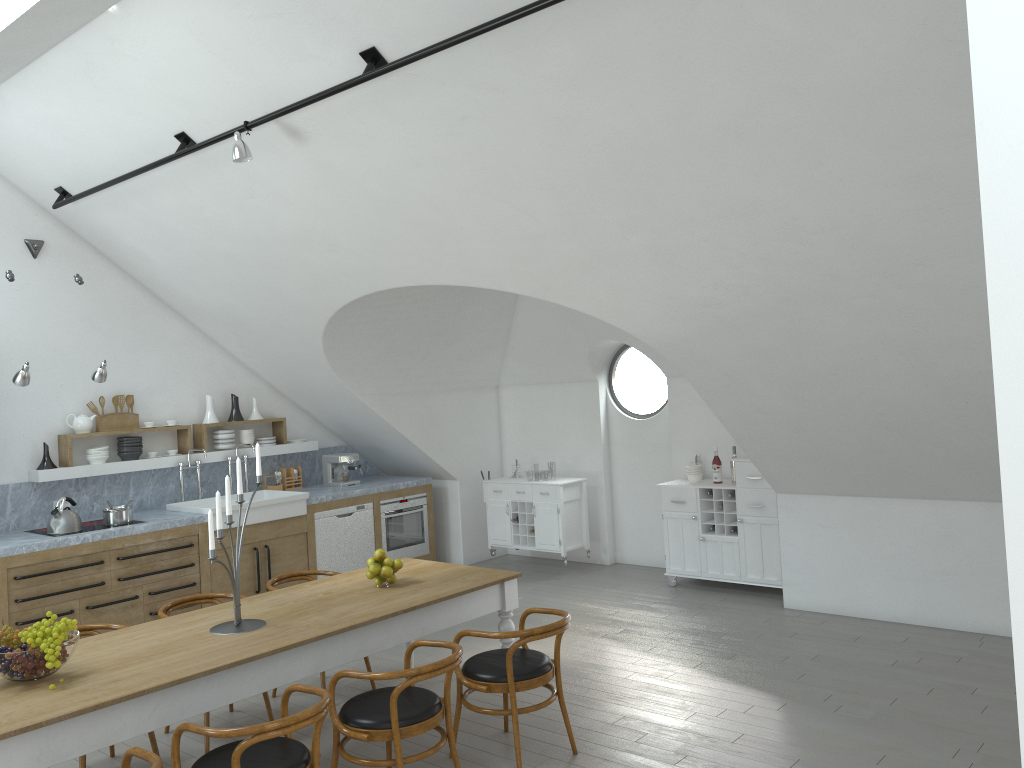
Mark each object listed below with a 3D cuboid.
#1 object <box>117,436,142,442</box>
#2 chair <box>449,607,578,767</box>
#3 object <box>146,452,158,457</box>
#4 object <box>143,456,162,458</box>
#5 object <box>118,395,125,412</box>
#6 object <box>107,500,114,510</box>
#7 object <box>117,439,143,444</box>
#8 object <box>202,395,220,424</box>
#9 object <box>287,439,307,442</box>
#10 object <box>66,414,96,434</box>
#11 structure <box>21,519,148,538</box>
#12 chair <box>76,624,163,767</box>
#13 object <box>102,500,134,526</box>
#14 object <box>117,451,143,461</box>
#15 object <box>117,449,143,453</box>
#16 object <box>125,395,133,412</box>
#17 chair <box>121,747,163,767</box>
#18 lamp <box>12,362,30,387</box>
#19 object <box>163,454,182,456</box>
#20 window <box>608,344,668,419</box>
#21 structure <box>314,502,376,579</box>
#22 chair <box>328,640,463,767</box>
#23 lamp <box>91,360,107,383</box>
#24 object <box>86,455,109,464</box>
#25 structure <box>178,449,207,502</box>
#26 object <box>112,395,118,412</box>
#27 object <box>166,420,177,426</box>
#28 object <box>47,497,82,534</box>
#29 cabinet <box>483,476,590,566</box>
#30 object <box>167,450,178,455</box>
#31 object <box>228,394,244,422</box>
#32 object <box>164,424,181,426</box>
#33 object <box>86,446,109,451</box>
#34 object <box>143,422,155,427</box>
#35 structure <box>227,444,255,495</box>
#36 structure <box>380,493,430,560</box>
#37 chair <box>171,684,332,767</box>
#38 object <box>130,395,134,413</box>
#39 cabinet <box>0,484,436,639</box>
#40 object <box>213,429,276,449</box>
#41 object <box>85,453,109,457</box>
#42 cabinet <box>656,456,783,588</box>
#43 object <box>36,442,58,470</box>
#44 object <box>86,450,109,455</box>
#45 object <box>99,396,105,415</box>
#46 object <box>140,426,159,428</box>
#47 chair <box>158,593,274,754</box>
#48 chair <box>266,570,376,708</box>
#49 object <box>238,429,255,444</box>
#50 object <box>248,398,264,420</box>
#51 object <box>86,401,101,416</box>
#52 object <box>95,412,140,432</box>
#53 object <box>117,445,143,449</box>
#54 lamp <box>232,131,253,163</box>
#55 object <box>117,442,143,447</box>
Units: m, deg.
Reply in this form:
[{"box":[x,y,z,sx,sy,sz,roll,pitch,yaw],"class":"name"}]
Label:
[{"box":[-3.344,0.501,7.754,0.205,0.080,0.206,-3,0,43],"class":"object"},{"box":[0.021,1.543,4.525,0.620,0.735,0.527,-4,-1,44],"class":"chair"},{"box":[-3.214,0.633,7.917,0.098,0.049,0.098,-3,0,38],"class":"object"},{"box":[-3.212,0.656,7.917,0.164,0.012,0.163,-3,0,-32],"class":"object"},{"box":[-3.408,0.245,7.738,0.019,0.299,0.057,-5,-2,41],"class":"object"},{"box":[-3.215,1.028,7.152,0.235,0.167,0.051,-4,-1,36],"class":"object"},{"box":[-3.340,0.529,7.753,0.205,0.084,0.205,-3,0,-22],"class":"object"},{"box":[-2.848,0.236,8.370,0.156,0.268,0.156,-4,-1,30],"class":"object"},{"box":[-2.205,0.584,9.066,0.213,0.025,0.213,-3,0,28],"class":"object"},{"box":[-3.630,0.332,7.477,0.174,0.169,0.168,-4,-1,24],"class":"object"},{"box":[-3.373,1.151,7.020,0.647,0.041,0.738,-3,0,41],"class":"structure"},{"box":[-2.170,1.669,4.570,0.621,0.735,0.527,-4,-1,38],"class":"chair"},{"box":[-3.136,1.050,7.189,0.232,0.170,0.394,-3,0,21],"class":"object"},{"box":[-3.336,0.630,7.744,0.205,0.072,0.206,-3,0,28],"class":"object"},{"box":[-3.337,0.604,7.744,0.205,0.086,0.205,-3,0,-12],"class":"object"},{"box":[-3.368,0.243,7.788,0.039,0.298,0.068,-5,-2,41],"class":"object"},{"box":[-1.437,1.630,2.907,0.620,0.735,0.527,-4,-1,44],"class":"chair"},{"box":[-3.564,-0.069,6.438,0.115,0.178,0.164,-3,-1,-31],"class":"lamp"},{"box":[-3.087,0.648,8.062,0.164,0.012,0.163,-3,0,-32],"class":"object"},{"box":[1.324,-0.049,8.967,0.899,0.900,0.060,-4,-2,41],"class":"window"},{"box":[-1.793,1.598,8.621,0.598,0.823,0.724,-4,-1,41],"class":"structure"},{"box":[-0.504,1.574,4.023,0.621,0.735,0.527,-4,-1,36],"class":"chair"},{"box":[-3.183,-0.095,6.872,0.168,0.176,0.112,-4,-1,33],"class":"lamp"},{"box":[-3.521,0.646,7.529,0.181,0.064,0.181,-3,0,-27],"class":"object"},{"box":[-2.807,0.843,7.977,0.332,0.530,0.214,-4,-1,21],"class":"structure"},{"box":[-3.445,0.247,7.725,0.040,0.299,0.061,-5,-2,38],"class":"object"},{"box":[-3.099,0.357,8.075,0.098,0.049,0.098,-3,0,38],"class":"object"},{"box":[-3.449,1.003,6.825,0.246,0.268,0.246,-3,-1,-39],"class":"object"},{"box":[0.222,1.376,9.077,1.133,0.790,0.497,-4,-1,41],"class":"cabinet"},{"box":[-3.088,0.625,8.063,0.098,0.049,0.098,-3,0,38],"class":"object"},{"box":[-2.674,0.226,8.567,0.156,0.268,0.156,-2,-2,-45],"class":"object"},{"box":[-3.098,0.380,8.075,0.164,0.012,0.163,-3,0,-32],"class":"object"},{"box":[-3.523,0.571,7.534,0.181,0.076,0.181,-3,0,-12],"class":"object"},{"box":[-3.239,0.365,7.913,0.098,0.049,0.098,-3,0,38],"class":"object"},{"box":[-2.487,0.824,8.346,0.332,0.530,0.214,-4,-1,21],"class":"structure"},{"box":[-1.301,1.473,9.192,0.630,0.637,0.632,-4,-1,41],"class":"structure"},{"box":[-0.992,1.603,3.483,0.620,0.735,0.527,-4,-1,41],"class":"chair"},{"box":[-3.357,0.242,7.828,0.030,0.294,0.057,-5,-2,41],"class":"object"},{"box":[-3.258,1.701,7.172,1.003,1.023,6.432,-4,0,41],"class":"cabinet"},{"box":[-2.591,0.526,8.611,0.197,0.196,0.657,-4,0,40],"class":"object"},{"box":[-3.522,0.623,7.529,0.181,0.065,0.181,-3,0,-12],"class":"object"},{"box":[1.947,1.212,7.831,1.241,1.155,0.610,-4,-1,41],"class":"cabinet"},{"box":[-3.803,0.583,7.240,0.156,0.218,0.156,-4,-1,22],"class":"object"},{"box":[-3.522,0.599,7.532,0.181,0.069,0.181,-3,0,-32],"class":"object"},{"box":[-3.524,0.251,7.635,0.027,0.299,0.055,-5,-2,41],"class":"object"},{"box":[-3.238,0.389,7.913,0.164,0.012,0.163,-3,0,-32],"class":"object"},{"box":[-1.739,1.643,5.160,0.620,0.735,0.527,-4,-1,44],"class":"chair"},{"box":[-1.258,1.614,5.700,0.621,0.735,0.527,-4,-1,37],"class":"chair"},{"box":[-2.572,0.523,8.596,0.158,0.160,0.154,-3,-1,-21],"class":"object"},{"box":[-2.532,0.242,8.742,0.156,0.218,0.156,-4,-1,22],"class":"object"},{"box":[-3.545,0.270,7.605,0.199,0.259,0.016,-3,-2,-39],"class":"object"},{"box":[-3.434,0.325,7.716,0.084,0.158,0.354,-4,-1,41],"class":"object"},{"box":[-3.333,0.576,7.743,0.205,0.086,0.205,-3,0,-7],"class":"object"},{"box":[-1.574,-1.385,5.169,0.112,0.175,0.114,-3,-1,4],"class":"lamp"},{"box":[-3.338,0.554,7.748,0.205,0.072,0.206,-3,0,28],"class":"object"}]
